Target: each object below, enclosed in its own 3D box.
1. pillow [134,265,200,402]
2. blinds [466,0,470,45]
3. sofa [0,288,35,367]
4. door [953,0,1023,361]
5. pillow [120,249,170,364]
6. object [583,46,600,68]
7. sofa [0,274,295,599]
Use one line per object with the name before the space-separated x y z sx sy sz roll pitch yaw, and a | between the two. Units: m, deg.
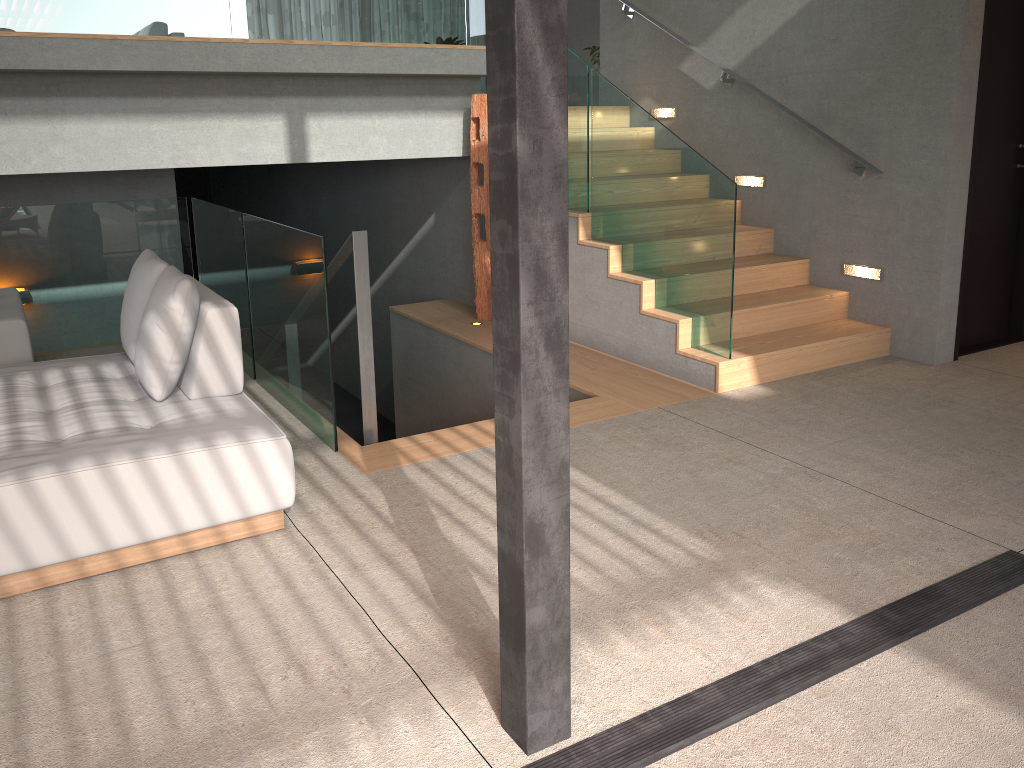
pillow | -1.439 -0.219 3.673 0.267 0.475 0.499 -9 16 -29
blinds | -2.093 -5.467 13.447 3.869 2.681 0.226 -10 15 -30
sofa | -4.041 0.021 3.817 3.478 0.740 1.063 -11 18 -30
door | 1.362 -0.329 3.462 15.393 4.397 5.859 9 18 31
pillow | -1.683 -0.346 4.078 0.239 0.489 0.499 -8 16 -29
object | 1.466 -3.341 9.227 1.430 1.190 1.258 0 15 2
sofa | -1.613 0.066 3.551 1.018 0.720 1.618 -10 18 -29
